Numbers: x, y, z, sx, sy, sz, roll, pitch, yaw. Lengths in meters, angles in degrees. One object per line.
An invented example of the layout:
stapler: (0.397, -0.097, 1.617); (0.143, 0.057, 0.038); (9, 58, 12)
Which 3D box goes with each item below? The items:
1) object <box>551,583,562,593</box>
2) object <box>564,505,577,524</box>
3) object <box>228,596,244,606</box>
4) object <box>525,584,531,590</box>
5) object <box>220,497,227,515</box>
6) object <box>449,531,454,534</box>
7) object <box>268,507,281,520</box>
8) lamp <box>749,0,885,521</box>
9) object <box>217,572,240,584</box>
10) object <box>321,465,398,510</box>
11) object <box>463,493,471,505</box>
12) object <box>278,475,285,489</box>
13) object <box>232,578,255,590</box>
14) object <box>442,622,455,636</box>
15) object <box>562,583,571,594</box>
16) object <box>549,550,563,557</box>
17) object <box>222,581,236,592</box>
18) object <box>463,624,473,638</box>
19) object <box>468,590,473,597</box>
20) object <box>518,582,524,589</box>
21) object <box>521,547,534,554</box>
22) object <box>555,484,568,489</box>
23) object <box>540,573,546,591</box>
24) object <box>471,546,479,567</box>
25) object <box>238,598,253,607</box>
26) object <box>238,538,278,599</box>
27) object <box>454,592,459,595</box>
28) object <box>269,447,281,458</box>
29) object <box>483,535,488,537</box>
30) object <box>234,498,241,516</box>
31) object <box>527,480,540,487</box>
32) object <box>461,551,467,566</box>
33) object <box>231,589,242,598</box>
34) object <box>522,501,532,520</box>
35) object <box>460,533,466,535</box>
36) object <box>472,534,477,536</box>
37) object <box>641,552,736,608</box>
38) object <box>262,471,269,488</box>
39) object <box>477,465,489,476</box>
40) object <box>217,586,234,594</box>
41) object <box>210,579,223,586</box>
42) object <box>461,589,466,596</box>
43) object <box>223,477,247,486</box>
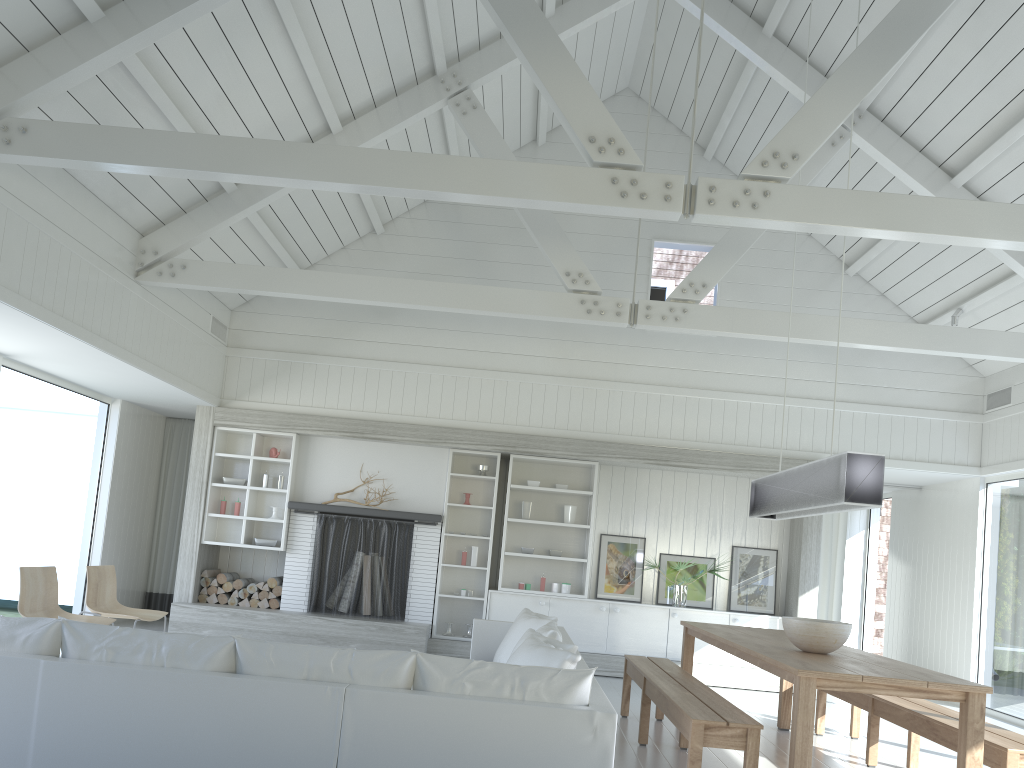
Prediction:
object: (0.481, 2.181, 9.434); (0.091, 0.095, 0.091); (0, -9, 35)
object: (0.622, 1.405, 9.452); (0.104, 0.195, 0.103); (11, -8, -44)
object: (-2.931, 2.317, 9.508); (0.105, 0.114, 0.523); (5, -10, 0)
object: (0.167, 2.164, 9.409); (0.058, 0.060, 0.058); (8, -8, -21)
object: (-3.072, 1.293, 9.387); (0.054, 0.194, 0.055); (5, -5, 2)
object: (-0.643, 1.584, 9.379); (0.054, 0.025, 0.055); (5, -10, 1)
object: (-2.521, 1.375, 9.374); (0.137, 0.129, 0.138); (7, -8, -11)
lamp: (2.038, -1.267, 5.737); (0.200, 4.204, 1.926); (5, -6, 1)
object: (-3.058, 2.097, 9.520); (0.110, 0.110, 0.500); (5, -10, 0)
object: (-1.529, 1.069, 9.255); (0.788, 0.498, 0.459); (10, -9, -29)
object: (-0.479, 1.242, 9.475); (0.137, 0.129, 0.138); (-2, -11, 43)
object: (-2.462, 1.031, 9.405); (0.054, 0.194, 0.055); (5, -5, 2)
object: (-2.890, 2.155, 9.513); (0.109, 0.108, 0.500); (5, -10, 0)
object: (-0.668, 2.600, 9.365); (0.137, 0.129, 0.138); (-2, -11, 43)
object: (0.575, 2.168, 9.366); (0.085, 0.110, 0.086); (0, -9, 36)
object: (0.474, 1.838, 9.561); (0.141, 0.065, 0.143); (5, -10, 1)
object: (-2.996, 2.180, 9.512); (0.109, 0.108, 0.500); (5, -10, 0)
object: (-0.450, 2.620, 9.362); (0.137, 0.129, 0.138); (-2, -11, 43)
object: (-0.442, 2.233, 9.397); (0.058, 0.060, 0.058); (5, -8, 1)
object: (0.099, 2.147, 9.384); (0.054, 0.070, 0.055); (8, -7, -20)
object: (0.166, 1.784, 9.424); (0.141, 0.065, 0.143); (5, -10, 1)
object: (0.540, 1.136, 9.618); (0.141, 0.065, 0.143); (5, -10, 1)
object: (0.330, 2.110, 9.402); (0.054, 0.194, 0.055); (5, -5, 0)
object: (-0.402, 1.843, 9.426); (0.072, 0.209, 0.072); (5, -5, 1)
object: (-2.807, 2.362, 9.512); (0.134, 0.145, 0.555); (5, -10, 1)
object: (-2.730, 1.987, 9.490); (0.342, 0.637, 0.617); (7, -8, -14)
object: (-0.595, 2.238, 9.400); (0.054, 0.025, 0.055); (5, -10, 1)
object: (-2.539, 0.740, 9.419); (0.060, 0.125, 0.231); (11, -11, -44)
object: (-0.288, 1.646, 9.537); (0.054, 0.025, 0.055); (5, -10, 1)
object: (-2.921, 1.307, 9.385); (0.054, 0.194, 0.055); (5, -5, 2)
object: (0.231, 1.081, 9.481); (0.141, 0.065, 0.143); (5, -10, 1)
object: (-0.509, 1.841, 9.429); (0.054, 0.194, 0.055); (5, -5, 0)
object: (-2.912, 2.244, 9.493); (0.080, 0.079, 0.484); (5, -11, 0)
object: (0.155, 1.363, 9.458); (0.102, 0.195, 0.104); (5, -6, 1)
object: (-0.525, 1.605, 9.431); (0.054, 0.025, 0.055); (5, -10, 1)
object: (-0.407, 1.625, 9.484); (0.054, 0.025, 0.055); (5, -10, 1)
object: (1.836, 2.026, 9.209); (0.971, 0.623, 0.629); (6, -8, -2)
object: (-2.627, 1.016, 9.407); (0.054, 0.194, 0.055); (5, -5, 2)
object: (-0.312, 0.937, 9.472); (0.161, 0.123, 0.163); (0, -10, 33)
object: (-3.062, 2.219, 9.502); (0.080, 0.079, 0.484); (5, -11, 0)
object: (-3.135, 2.130, 9.504); (0.080, 0.079, 0.484); (5, -11, 0)
object: (-0.515, 2.221, 9.400); (0.054, 0.070, 0.055); (5, -7, 0)
object: (-2.966, 1.050, 9.422); (0.243, 0.072, 0.245); (8, -11, -14)
